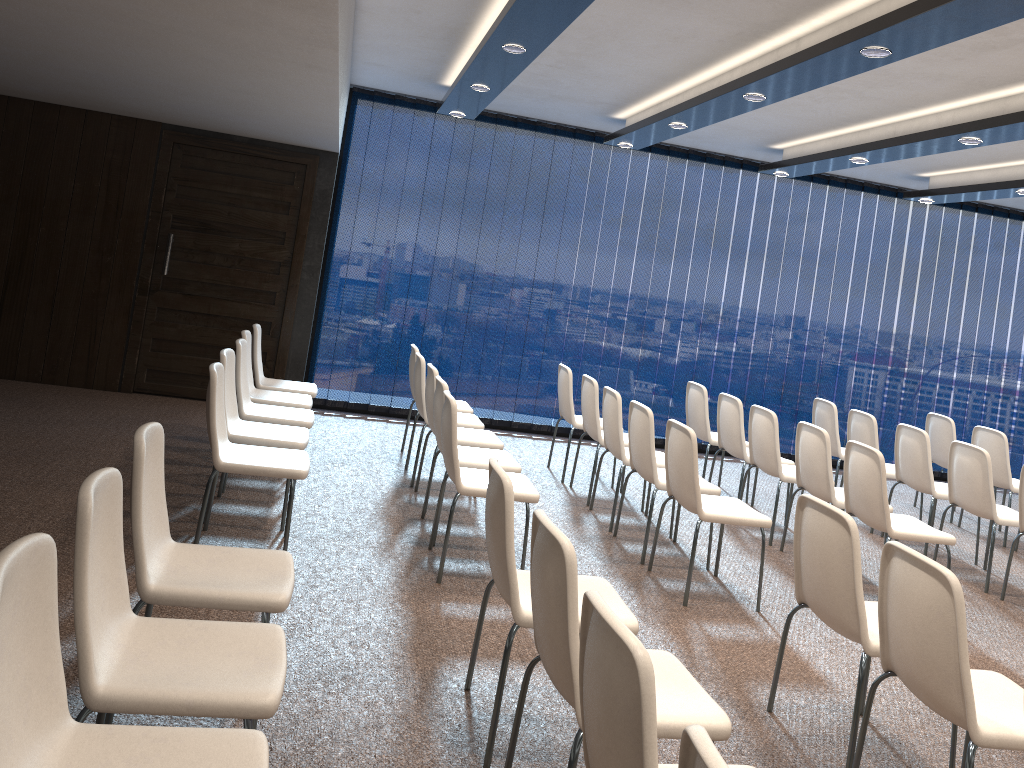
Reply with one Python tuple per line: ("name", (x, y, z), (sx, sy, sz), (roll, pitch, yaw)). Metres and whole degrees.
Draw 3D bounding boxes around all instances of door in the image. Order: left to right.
("door", (-2.670, -1.039, 8.096), (1.394, 2.412, 0.269), (8, -2, -11))

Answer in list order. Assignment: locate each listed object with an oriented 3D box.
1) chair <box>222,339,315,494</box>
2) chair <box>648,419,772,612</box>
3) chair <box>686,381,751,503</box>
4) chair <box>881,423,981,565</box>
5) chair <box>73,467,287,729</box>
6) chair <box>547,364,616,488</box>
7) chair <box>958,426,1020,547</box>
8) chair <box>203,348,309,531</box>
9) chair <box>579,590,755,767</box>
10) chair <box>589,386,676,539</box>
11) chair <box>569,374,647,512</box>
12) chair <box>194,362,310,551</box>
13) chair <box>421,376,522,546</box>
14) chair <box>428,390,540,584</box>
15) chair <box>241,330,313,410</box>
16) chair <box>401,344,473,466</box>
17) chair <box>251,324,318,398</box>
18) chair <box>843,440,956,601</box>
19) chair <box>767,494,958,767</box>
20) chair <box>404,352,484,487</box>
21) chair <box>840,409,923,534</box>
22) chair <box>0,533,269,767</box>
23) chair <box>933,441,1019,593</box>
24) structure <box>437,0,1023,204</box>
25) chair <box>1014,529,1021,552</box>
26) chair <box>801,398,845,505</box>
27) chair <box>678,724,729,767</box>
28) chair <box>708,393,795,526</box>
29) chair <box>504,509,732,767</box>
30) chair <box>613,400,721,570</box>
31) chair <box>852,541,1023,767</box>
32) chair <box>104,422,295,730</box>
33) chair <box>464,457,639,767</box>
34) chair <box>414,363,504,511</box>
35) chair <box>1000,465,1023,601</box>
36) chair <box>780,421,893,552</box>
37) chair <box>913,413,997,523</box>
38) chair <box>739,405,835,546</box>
("chair", (-1.539, 0.195, 5.582), (0.555, 0.902, 0.534), (8, 0, -11))
("chair", (1.093, 0.682, 4.822), (0.555, 0.902, 0.534), (8, 0, -12))
("chair", (1.725, 0.463, 7.414), (0.555, 0.902, 0.534), (8, 0, -12))
("chair", (3.130, 0.784, 6.503), (0.556, 0.902, 0.533), (8, 0, -10))
("chair", (-0.855, 0.705, 2.223), (0.555, 0.902, 0.534), (8, 0, -13))
("chair", (0.607, 0.319, 7.217), (0.556, 0.902, 0.533), (8, 0, -10))
("chair", (4.128, 0.838, 7.302), (0.555, 0.902, 0.534), (8, 0, -13))
("chair", (-1.436, 0.283, 4.982), (0.556, 0.902, 0.533), (8, 0, -10))
("chair", (0.380, 0.937, 1.838), (0.555, 0.902, 0.534), (8, 0, -13))
("chair", (0.854, 0.504, 5.999), (0.556, 0.902, 0.533), (8, 0, -10))
("chair", (0.756, 0.415, 6.610), (0.556, 0.902, 0.534), (8, 0, -10))
("chair", (-1.291, 0.378, 4.381), (0.555, 0.902, 0.534), (8, 0, -13))
("chair", (-0.241, 0.438, 5.186), (0.555, 0.902, 0.534), (8, 0, -12))
("chair", (-0.150, 0.521, 4.615), (0.556, 0.902, 0.533), (8, 0, -10))
("chair", (-1.682, 0.104, 6.153), (0.555, 0.902, 0.534), (8, 0, -12))
("chair", (-0.597, 0.165, 6.997), (0.555, 0.902, 0.534), (8, 0, -11))
("chair", (-1.773, 0.021, 6.727), (0.555, 0.902, 0.534), (8, 0, -12))
("chair", (2.200, 0.818, 5.070), (0.556, 0.902, 0.533), (8, 0, -10))
("chair", (1.326, 0.905, 3.271), (0.555, 0.902, 0.534), (8, 0, -13))
("chair", (-0.493, 0.254, 6.394), (0.555, 0.902, 0.534), (8, 0, -12))
("chair", (2.988, 0.694, 7.075), (0.555, 0.902, 0.534), (8, 0, -11))
("chair", (-0.753, 0.786, 1.678), (0.555, 0.902, 0.534), (8, 0, -12))
("chair", (3.235, 0.873, 5.900), (0.555, 0.902, 0.534), (8, 0, -11))
("structure", (6.482, -1.184, 5.294), (13.087, 0.230, 8.146), (7, 7, -11))
("chair", (4.271, 0.931, 6.709), (0.555, 0.902, 0.534), (8, 0, -12))
("chair", (2.895, 0.610, 7.653), (0.556, 0.902, 0.533), (8, 0, -10))
("chair", (0.488, 1.022, 1.272), (0.556, 0.902, 0.533), (8, 0, -10))
("chair", (1.855, 0.556, 6.810), (0.555, 0.902, 0.534), (8, 0, -13))
("chair", (0.282, 0.848, 2.451), (0.555, 0.902, 0.534), (8, 0, -13))
("chair", (0.964, 0.590, 5.422), (0.555, 0.902, 0.534), (8, 0, -12))
("chair", (1.417, 0.988, 2.703), (0.556, 0.902, 0.533), (8, 0, -10))
("chair", (-0.984, 0.612, 2.827), (0.555, 0.902, 0.534), (8, 0, -13))
("chair", (0.132, 0.751, 3.064), (0.556, 0.902, 0.533), (8, 0, -10))
("chair", (-0.349, 0.347, 5.798), (0.555, 0.902, 0.534), (8, 0, -12))
("chair", (3.379, 0.967, 5.301), (0.555, 0.902, 0.534), (8, 0, -13))
("chair", (2.104, 0.732, 5.664), (0.555, 0.902, 0.534), (8, 0, -11))
("chair", (4.023, 0.748, 7.908), (0.556, 0.902, 0.533), (8, 0, -10))
("chair", (1.957, 0.637, 6.264), (0.555, 0.902, 0.534), (8, 0, -12))
